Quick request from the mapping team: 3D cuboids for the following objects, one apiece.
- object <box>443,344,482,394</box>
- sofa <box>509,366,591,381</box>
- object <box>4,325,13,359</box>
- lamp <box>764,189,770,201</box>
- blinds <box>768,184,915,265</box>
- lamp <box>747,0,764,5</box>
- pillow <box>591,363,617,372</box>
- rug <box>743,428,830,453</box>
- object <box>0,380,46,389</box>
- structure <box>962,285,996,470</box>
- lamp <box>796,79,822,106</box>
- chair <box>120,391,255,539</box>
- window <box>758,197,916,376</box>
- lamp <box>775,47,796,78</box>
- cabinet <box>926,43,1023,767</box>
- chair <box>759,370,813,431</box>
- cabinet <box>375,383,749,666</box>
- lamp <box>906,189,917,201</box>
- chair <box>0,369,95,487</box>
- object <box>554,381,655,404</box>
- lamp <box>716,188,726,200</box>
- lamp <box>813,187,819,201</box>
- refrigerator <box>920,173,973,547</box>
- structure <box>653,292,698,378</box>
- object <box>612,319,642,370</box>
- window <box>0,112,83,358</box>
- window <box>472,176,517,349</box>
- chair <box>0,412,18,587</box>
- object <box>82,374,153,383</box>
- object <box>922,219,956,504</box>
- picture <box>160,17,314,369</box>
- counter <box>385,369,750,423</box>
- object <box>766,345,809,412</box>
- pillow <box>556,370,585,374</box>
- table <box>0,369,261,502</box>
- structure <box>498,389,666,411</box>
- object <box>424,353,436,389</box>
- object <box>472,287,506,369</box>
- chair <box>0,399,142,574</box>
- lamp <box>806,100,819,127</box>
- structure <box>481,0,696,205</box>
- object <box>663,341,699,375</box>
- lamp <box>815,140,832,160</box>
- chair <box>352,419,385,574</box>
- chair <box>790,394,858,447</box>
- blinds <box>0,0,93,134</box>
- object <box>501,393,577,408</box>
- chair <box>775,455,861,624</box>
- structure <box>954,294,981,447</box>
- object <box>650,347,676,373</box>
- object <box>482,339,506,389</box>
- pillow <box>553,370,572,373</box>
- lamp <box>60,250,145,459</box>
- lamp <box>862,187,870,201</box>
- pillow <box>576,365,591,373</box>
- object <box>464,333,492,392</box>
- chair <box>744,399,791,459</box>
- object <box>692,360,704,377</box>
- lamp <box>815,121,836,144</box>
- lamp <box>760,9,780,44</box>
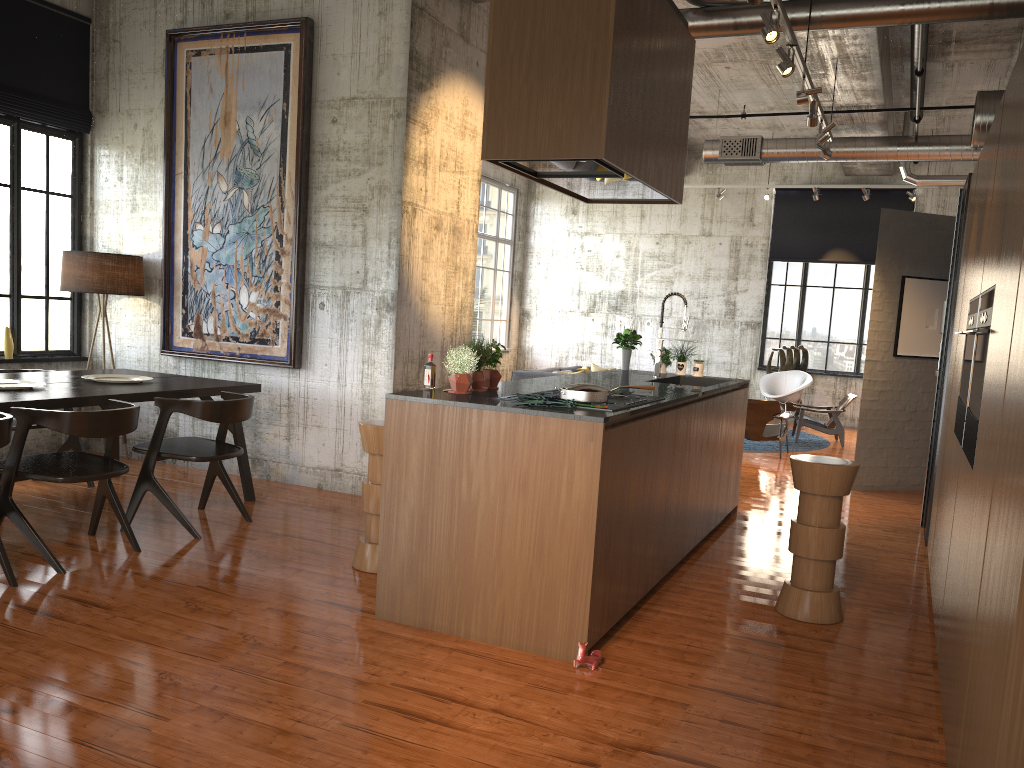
[{"bbox_3d":[-0.301,-0.090,5.124,0.220,0.284,0.210,7,7,32],"label":"object"},{"bbox_3d":[1.101,0.179,15.238,1.360,0.864,2.998,6,5,25],"label":"sofa"},{"bbox_3d":[-4.807,-0.399,8.463,0.073,0.319,0.074,2,6,-14],"label":"object"},{"bbox_3d":[4.654,-3.443,16.162,0.102,0.212,0.260,6,6,19],"label":"lamp"},{"bbox_3d":[6.117,-2.983,16.557,2.440,1.469,0.150,6,7,24],"label":"blinds"},{"bbox_3d":[1.401,-2.297,5.091,0.102,0.216,0.225,6,6,20],"label":"lamp"},{"bbox_3d":[1.590,-0.148,16.096,0.536,0.447,0.260,7,7,31],"label":"pillow"},{"bbox_3d":[2.764,0.741,14.841,4.847,0.009,4.829,2,5,-20],"label":"rug"},{"bbox_3d":[-3.566,0.006,6.214,0.526,0.025,0.526,7,5,34],"label":"object"},{"bbox_3d":[2.154,-0.044,4.154,0.079,0.797,0.858,6,6,24],"label":"structure"},{"bbox_3d":[2.430,-2.413,7.336,0.260,0.212,0.101,5,6,19],"label":"lamp"},{"bbox_3d":[-2.372,0.575,6.651,0.768,0.997,0.876,6,6,20],"label":"chair"},{"bbox_3d":[6.121,-1.872,16.840,2.576,3.447,0.050,6,7,23],"label":"window"},{"bbox_3d":[2.034,-2.382,6.579,0.102,0.252,0.164,-2,8,-41],"label":"lamp"},{"bbox_3d":[2.746,0.050,4.390,0.858,3.055,5.332,6,6,24],"label":"cabinet"},{"bbox_3d":[4.862,0.268,15.900,0.806,1.034,1.054,1,6,-27],"label":"chair"},{"bbox_3d":[0.728,0.652,6.623,1.243,1.248,4.352,6,5,24],"label":"cabinet"},{"bbox_3d":[6.867,-3.223,15.194,0.102,0.216,0.225,1,6,-25],"label":"lamp"},{"bbox_3d":[-4.071,0.404,7.435,0.768,0.997,0.876,6,6,23],"label":"chair"},{"bbox_3d":[0.583,0.047,5.032,0.729,0.121,0.330,1,6,-31],"label":"object"},{"bbox_3d":[3.877,-3.518,16.479,0.182,0.241,0.101,6,6,19],"label":"lamp"},{"bbox_3d":[5.411,-3.367,15.773,0.165,0.252,0.101,-1,8,-41],"label":"lamp"},{"bbox_3d":[4.247,-0.093,7.461,1.210,3.061,1.514,6,7,24],"label":"refrigerator"},{"bbox_3d":[1.424,-0.417,7.648,0.360,0.752,0.168,6,7,24],"label":"structure"},{"bbox_3d":[1.116,-0.382,8.586,0.304,0.504,0.267,1,7,-24],"label":"object"},{"bbox_3d":[-5.200,-1.866,7.422,0.050,3.447,3.805,6,6,24],"label":"window"},{"bbox_3d":[-0.868,-2.332,17.038,0.050,3.447,4.275,6,6,24],"label":"window"},{"bbox_3d":[-3.209,0.663,4.883,0.768,0.997,0.876,6,6,24],"label":"chair"},{"bbox_3d":[-3.163,-0.040,7.114,0.526,0.025,0.526,7,5,34],"label":"object"},{"bbox_3d":[4.634,-0.167,8.612,0.858,3.056,0.909,6,7,24],"label":"object"},{"bbox_3d":[-2.627,-1.761,8.331,1.653,3.131,0.141,6,7,23],"label":"picture"},{"bbox_3d":[0.763,0.093,6.560,1.243,0.175,4.354,6,5,24],"label":"counter"},{"bbox_3d":[5.192,-0.110,16.785,0.726,1.301,0.455,8,7,35],"label":"object"},{"bbox_3d":[0.991,-0.031,14.156,0.536,0.447,0.260,7,7,31],"label":"pillow"},{"bbox_3d":[-3.659,0.516,6.271,1.636,1.009,3.695,6,5,24],"label":"table"},{"bbox_3d":[0.450,0.079,5.281,0.677,0.019,1.095,6,5,24],"label":"structure"},{"bbox_3d":[-0.491,-0.078,5.315,0.056,0.209,0.056,6,7,24],"label":"object"},{"bbox_3d":[-0.806,-0.148,10.239,1.512,2.070,1.883,-2,8,-43],"label":"object"},{"bbox_3d":[-2.842,0.620,5.703,0.768,0.997,0.876,6,6,23],"label":"chair"},{"bbox_3d":[2.754,-2.456,8.111,0.102,0.241,0.182,6,6,19],"label":"lamp"},{"bbox_3d":[0.510,-1.718,5.094,0.662,1.129,1.626,6,6,24],"label":"structure"},{"bbox_3d":[1.624,-0.277,8.398,0.362,0.383,0.304,0,7,-32],"label":"object"},{"bbox_3d":[3.365,-2.529,9.529,0.260,0.212,0.101,0,7,-36],"label":"lamp"},{"bbox_3d":[-0.839,0.737,5.903,0.409,0.966,0.409,4,6,3],"label":"chair"},{"bbox_3d":[4.928,0.533,14.165,1.042,0.796,0.873,5,6,14],"label":"chair"},{"bbox_3d":[-4.527,-3.088,8.393,0.052,1.146,1.294,6,6,24],"label":"blinds"},{"bbox_3d":[0.139,0.082,4.686,0.391,0.068,0.184,2,5,-20],"label":"object"},{"bbox_3d":[1.879,0.945,5.466,0.409,0.966,0.409,-1,8,-36],"label":"chair"},{"bbox_3d":[2.520,-0.086,4.972,0.079,0.797,0.858,6,6,24],"label":"structure"},{"bbox_3d":[1.445,-0.234,8.506,0.231,0.258,0.235,1,6,-28],"label":"object"},{"bbox_3d":[-0.129,-0.129,5.573,0.178,0.312,0.172,7,7,29],"label":"object"},{"bbox_3d":[0.844,-0.072,14.353,0.364,0.316,0.170,5,6,14],"label":"pillow"},{"bbox_3d":[-4.029,-0.240,8.714,0.751,2.063,0.751,8,8,35],"label":"lamp"},{"bbox_3d":[6.165,-3.293,15.446,0.165,0.252,0.101,1,7,-21],"label":"lamp"},{"bbox_3d":[1.330,-0.145,16.083,0.228,0.372,0.404,7,7,33],"label":"pillow"},{"bbox_3d":[-0.220,-0.145,5.346,0.186,0.369,0.196,1,7,-26],"label":"object"},{"bbox_3d":[3.442,0.570,12.519,0.874,0.796,1.041,6,6,25],"label":"chair"},{"bbox_3d":[1.751,-0.150,8.327,0.107,0.158,0.107,0,7,-31],"label":"object"},{"bbox_3d":[3.097,-2.486,8.803,0.198,0.229,0.102,7,7,34],"label":"lamp"},{"bbox_3d":[1.700,-2.343,5.826,0.102,0.252,0.164,1,6,-21],"label":"lamp"}]
